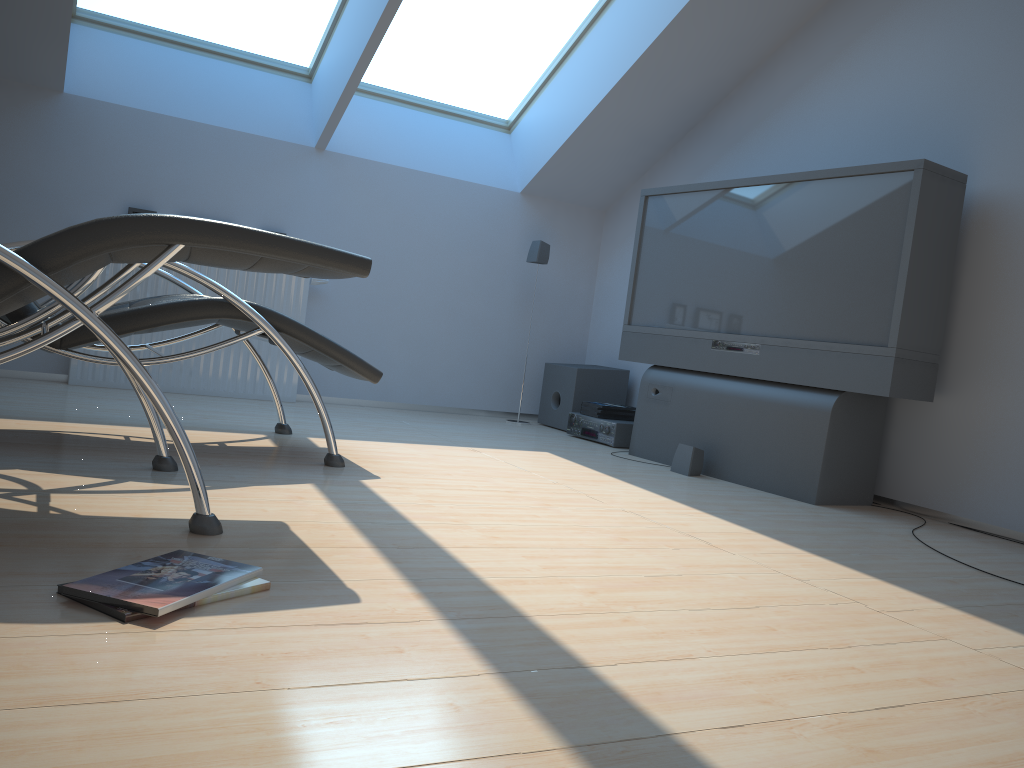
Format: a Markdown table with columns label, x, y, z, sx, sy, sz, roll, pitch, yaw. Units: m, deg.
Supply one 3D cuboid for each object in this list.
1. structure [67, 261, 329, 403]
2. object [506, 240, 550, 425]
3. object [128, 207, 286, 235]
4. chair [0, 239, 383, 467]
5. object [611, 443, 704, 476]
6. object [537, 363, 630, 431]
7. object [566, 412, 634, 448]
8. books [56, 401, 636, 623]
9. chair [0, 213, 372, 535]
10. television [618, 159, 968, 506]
| label | x | y | z | sx | sy | sz | roll | pitch | yaw |
| --- | --- | --- | --- | --- | --- | --- | --- | --- | --- |
| structure | -1.716 | -0.337 | 4.979 | 1.324 | 0.800 | 0.120 | 6 | 3 | -28 |
| object | 0.114 | -0.331 | 5.726 | 0.158 | 1.181 | 0.160 | 6 | 3 | -28 |
| object | -1.697 | -0.822 | 4.963 | 0.846 | 0.180 | 0.030 | 6 | 3 | -28 |
| chair | -1.430 | -0.437 | 3.116 | 1.938 | 1.251 | 0.836 | 6 | 3 | -28 |
| object | 0.724 | 0.322 | 4.736 | 0.394 | 0.141 | 1.163 | 7 | 3 | 0 |
| object | 0.460 | 0.084 | 5.761 | 0.401 | 0.424 | 0.400 | 6 | 3 | -28 |
| object | 0.597 | 0.274 | 5.252 | 0.358 | 0.138 | 0.450 | 5 | 3 | -33 |
| books | -0.182 | 0.241 | 3.171 | 1.045 | 0.222 | 4.790 | 9 | 3 | 29 |
| chair | -1.441 | -0.234 | 2.025 | 2.114 | 0.953 | 0.836 | 6 | 3 | -28 |
| television | 1.208 | -0.254 | 4.321 | 0.400 | 1.446 | 1.686 | 5 | 3 | -33 |
